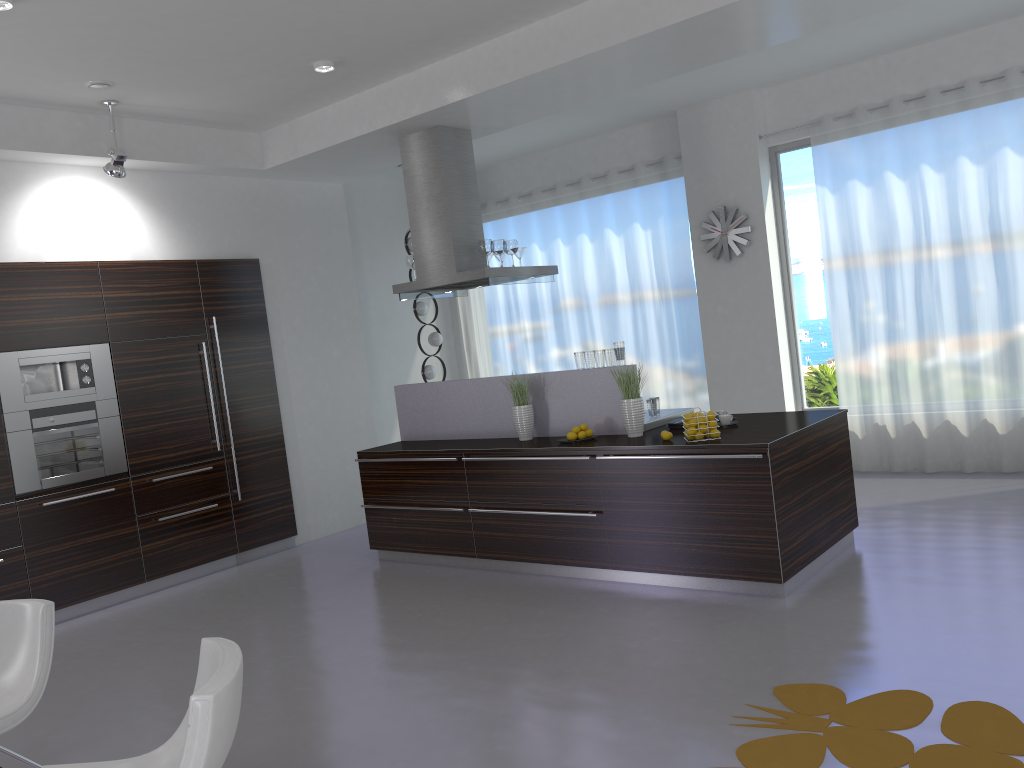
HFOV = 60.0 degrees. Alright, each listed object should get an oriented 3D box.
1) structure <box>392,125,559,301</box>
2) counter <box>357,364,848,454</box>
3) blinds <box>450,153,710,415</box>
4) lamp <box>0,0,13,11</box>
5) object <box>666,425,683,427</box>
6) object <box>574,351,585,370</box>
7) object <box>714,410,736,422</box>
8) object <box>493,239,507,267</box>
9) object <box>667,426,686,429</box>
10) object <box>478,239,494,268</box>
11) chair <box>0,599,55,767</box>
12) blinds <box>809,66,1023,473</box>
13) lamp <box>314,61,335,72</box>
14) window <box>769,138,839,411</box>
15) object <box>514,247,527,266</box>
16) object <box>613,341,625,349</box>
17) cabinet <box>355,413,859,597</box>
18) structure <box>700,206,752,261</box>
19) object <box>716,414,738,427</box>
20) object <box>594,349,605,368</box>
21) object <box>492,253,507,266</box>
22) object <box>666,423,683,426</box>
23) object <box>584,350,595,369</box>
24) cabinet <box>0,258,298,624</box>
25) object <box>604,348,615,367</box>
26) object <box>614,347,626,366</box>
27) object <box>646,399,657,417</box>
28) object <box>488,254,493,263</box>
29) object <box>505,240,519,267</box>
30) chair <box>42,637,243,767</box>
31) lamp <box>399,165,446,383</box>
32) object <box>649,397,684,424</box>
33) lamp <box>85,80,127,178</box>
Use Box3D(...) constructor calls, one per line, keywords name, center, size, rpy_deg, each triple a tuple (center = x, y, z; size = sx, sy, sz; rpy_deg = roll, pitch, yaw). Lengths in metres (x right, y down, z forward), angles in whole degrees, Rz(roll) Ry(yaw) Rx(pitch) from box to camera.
Box3D(name="structure", center=(-0.353, -1.354, 7.093), size=(0.981, 1.231, 0.915), rpy_deg=(-5, 4, 39))
Box3D(name="counter", center=(0.515, 0.539, 6.249), size=(3.291, 1.300, 1.302), rpy_deg=(-5, 4, 39))
Box3D(name="blinds", center=(0.559, -0.580, 9.617), size=(3.245, 3.112, 0.120), rpy_deg=(-5, 4, 39))
Box3D(name="lamp", center=(-2.472, -1.835, 4.256), size=(0.132, 0.035, 0.132), rpy_deg=(-8, 3, -8))
Box3D(name="object", center=(1.141, 0.263, 5.774), size=(0.232, 0.020, 0.232), rpy_deg=(-10, 4, -42))
Box3D(name="object", center=(0.461, -0.158, 6.018), size=(0.072, 0.119, 0.071), rpy_deg=(-7, 3, -1))
Box3D(name="object", center=(1.397, 0.211, 5.883), size=(0.153, 0.069, 0.153), rpy_deg=(-8, 3, -17))
Box3D(name="object", center=(-0.092, -0.993, 6.815), size=(0.125, 0.221, 0.125), rpy_deg=(-9, 4, -26))
Box3D(name="object", center=(1.142, 0.273, 5.775), size=(0.232, 0.020, 0.232), rpy_deg=(-10, 4, -42))
Box3D(name="object", center=(-0.189, -0.973, 6.692), size=(0.125, 0.221, 0.125), rpy_deg=(-9, 4, -26))
Box3D(name="chair", center=(-2.003, 1.273, 3.254), size=(0.508, 0.805, 0.620), rpy_deg=(-7, 3, 9))
Box3D(name="blinds", center=(3.859, -0.840, 6.925), size=(2.830, 3.112, 0.120), rpy_deg=(-5, 4, 39))
Box3D(name="lamp", center=(-1.229, -2.078, 5.804), size=(0.132, 0.035, 0.132), rpy_deg=(-6, 3, 12))
Box3D(name="window", center=(3.702, -1.031, 7.311), size=(3.000, 2.500, 0.100), rpy_deg=(-5, 4, 39))
Box3D(name="object", center=(0.063, -1.008, 7.164), size=(0.137, 0.174, 0.137), rpy_deg=(-7, 3, 4))
Box3D(name="object", center=(0.706, -0.216, 5.812), size=(0.071, 0.119, 0.072), rpy_deg=(-8, 3, -11))
Box3D(name="cabinet", center=(0.534, 0.762, 6.254), size=(3.285, 0.852, 1.377), rpy_deg=(-5, 4, 39))
Box3D(name="structure", center=(1.972, -1.392, 8.207), size=(0.505, 0.505, 0.076), rpy_deg=(-5, 4, 39))
Box3D(name="object", center=(1.351, 0.232, 5.615), size=(0.153, 0.069, 0.153), rpy_deg=(-6, 3, 13))
Box3D(name="object", center=(0.586, -0.168, 5.916), size=(0.071, 0.119, 0.072), rpy_deg=(-8, 3, -11))
Box3D(name="object", center=(-0.083, -0.997, 7.284), size=(0.137, 0.174, 0.137), rpy_deg=(-7, 3, 4))
Box3D(name="object", center=(1.140, 0.253, 5.774), size=(0.232, 0.020, 0.232), rpy_deg=(-4, 4, 43))
Box3D(name="object", center=(0.524, -0.163, 5.967), size=(0.071, 0.119, 0.072), rpy_deg=(-8, 3, -11))
Box3D(name="cabinet", center=(-3.336, 0.406, 6.405), size=(0.669, 2.500, 3.600), rpy_deg=(-5, 4, 39))
Box3D(name="object", center=(0.649, -0.172, 5.866), size=(0.071, 0.119, 0.072), rpy_deg=(-8, 3, -11))
Box3D(name="object", center=(0.711, -0.177, 5.815), size=(0.071, 0.119, 0.072), rpy_deg=(-8, 3, -11))
Box3D(name="object", center=(0.971, 0.165, 6.138), size=(0.072, 0.119, 0.071), rpy_deg=(-5, 4, 39))
Box3D(name="object", center=(-0.210, -0.988, 7.407), size=(0.137, 0.174, 0.137), rpy_deg=(-7, 3, 4))
Box3D(name="object", center=(0.000, -1.010, 6.929), size=(0.125, 0.221, 0.125), rpy_deg=(-9, 4, -26))
Box3D(name="chair", center=(-1.003, 1.195, 2.426), size=(0.620, 0.805, 0.508), rpy_deg=(-8, 3, -16))
Box3D(name="lamp", center=(-0.961, -1.139, 9.443), size=(0.180, 2.370, 0.367), rpy_deg=(-5, 4, 33))
Box3D(name="object", center=(1.048, 0.181, 5.938), size=(0.269, 0.147, 0.646), rpy_deg=(-9, 4, -26))
Box3D(name="lamp", center=(-2.671, -1.661, 5.880), size=(0.171, 0.511, 0.605), rpy_deg=(-8, 3, -19))
